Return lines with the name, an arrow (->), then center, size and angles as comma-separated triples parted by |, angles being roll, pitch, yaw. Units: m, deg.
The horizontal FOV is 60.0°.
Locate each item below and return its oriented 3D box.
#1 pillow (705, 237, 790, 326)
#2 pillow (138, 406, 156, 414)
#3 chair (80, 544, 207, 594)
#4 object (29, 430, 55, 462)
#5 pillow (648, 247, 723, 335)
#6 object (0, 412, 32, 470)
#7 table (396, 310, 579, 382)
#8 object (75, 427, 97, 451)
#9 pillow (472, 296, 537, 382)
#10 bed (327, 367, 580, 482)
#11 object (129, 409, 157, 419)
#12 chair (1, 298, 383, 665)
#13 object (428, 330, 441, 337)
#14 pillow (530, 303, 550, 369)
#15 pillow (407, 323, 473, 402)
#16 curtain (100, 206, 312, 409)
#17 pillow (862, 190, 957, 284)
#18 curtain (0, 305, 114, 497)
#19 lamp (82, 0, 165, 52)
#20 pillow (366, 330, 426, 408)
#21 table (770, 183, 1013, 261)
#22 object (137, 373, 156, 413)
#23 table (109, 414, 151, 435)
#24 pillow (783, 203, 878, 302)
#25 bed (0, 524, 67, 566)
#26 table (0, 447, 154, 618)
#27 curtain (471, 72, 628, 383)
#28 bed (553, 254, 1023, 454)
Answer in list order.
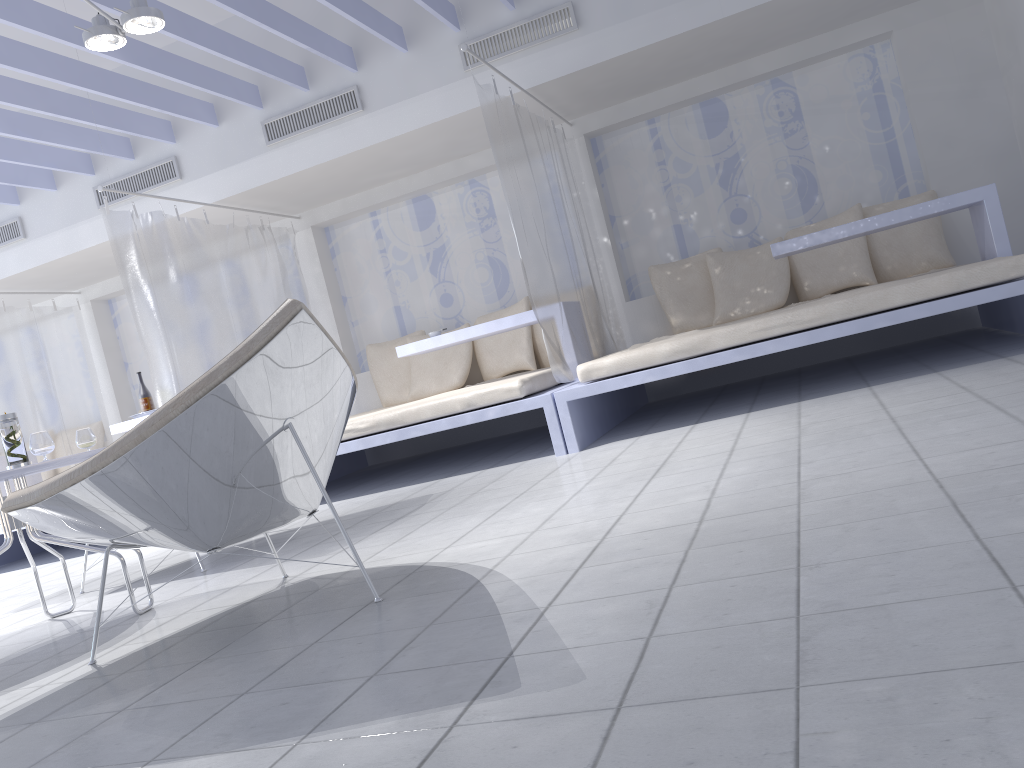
pillow -> 1.509, -0.663, 5.668 | 0.528, 0.482, 0.307 | -14, 1, 24
pillow -> -2.862, 0.415, 7.290 | 0.524, 0.521, 0.230 | -14, 1, 21
chair -> -1.437, 0.380, 3.806 | 0.906, 0.759, 0.753 | -14, 1, 23
object -> -1.404, 0.188, 2.651 | 0.068, 0.091, 0.068 | -14, 1, 9
pillow -> 1.221, -0.607, 5.863 | 0.572, 0.510, 0.231 | -14, 1, 18
object -> -1.614, 0.189, 2.869 | 0.075, 0.185, 0.075 | -15, 1, -18
table -> -0.090, -0.142, 5.328 | 1.065, 0.450, 0.416 | -14, 1, 19
object -> -1.493, 0.202, 3.110 | 0.068, 0.091, 0.068 | -14, 1, 9
pillow -> -0.046, -0.304, 6.271 | 0.537, 0.527, 0.233 | -13, 1, 39
bed -> -0.496, 0.279, 5.494 | 2.200, 0.427, 2.016 | -14, 1, 19
object -> -2.464, 0.196, 6.144 | 0.429, 0.031, 0.275 | -14, 1, 20
chair -> -0.711, 0.225, 2.327 | 0.753, 0.759, 0.906 | -14, 1, 34
object -> -0.474, -0.302, 5.488 | 0.082, 0.043, 0.082 | -15, 1, -20
pillow -> 0.363, -0.382, 6.156 | 0.524, 0.521, 0.230 | -14, 1, 17
pillow -> -0.522, -0.161, 6.383 | 0.528, 0.482, 0.307 | -14, 1, 24
curtain -> -1.749, -0.329, 5.787 | 0.151, 1.552, 2.050 | -14, 1, 19
pillow -> 2.395, -0.884, 5.441 | 0.524, 0.521, 0.230 | -14, 1, 17
curtain -> -3.752, 0.186, 6.536 | 0.125, 1.559, 1.998 | -14, 1, 17
lamp -> -1.733, -1.569, 3.564 | 0.380, 0.218, 0.587 | -14, 1, 19
pillow -> -0.811, -0.105, 6.578 | 0.572, 0.510, 0.231 | -14, 1, 18
table -> 1.942, -0.644, 4.613 | 1.065, 0.450, 0.416 | -14, 1, 19
object -> -2.561, 0.066, 6.176 | 0.092, 0.302, 0.092 | -15, 1, -14
table -> -2.125, 0.361, 6.044 | 1.065, 0.450, 0.416 | -14, 1, 19
pillow -> 1.985, -0.806, 5.556 | 0.537, 0.527, 0.233 | -13, 1, 39
bed -> -2.521, 0.782, 6.223 | 2.200, 0.422, 2.022 | -14, 1, 19
table -> -1.558, 0.546, 2.846 | 0.823, 0.534, 0.825 | -14, 1, -4
curtain -> 0.308, -0.817, 5.108 | 0.125, 1.559, 1.998 | -14, 1, 17
bed -> 1.536, -0.222, 4.779 | 2.200, 0.427, 2.016 | -14, 1, 19
